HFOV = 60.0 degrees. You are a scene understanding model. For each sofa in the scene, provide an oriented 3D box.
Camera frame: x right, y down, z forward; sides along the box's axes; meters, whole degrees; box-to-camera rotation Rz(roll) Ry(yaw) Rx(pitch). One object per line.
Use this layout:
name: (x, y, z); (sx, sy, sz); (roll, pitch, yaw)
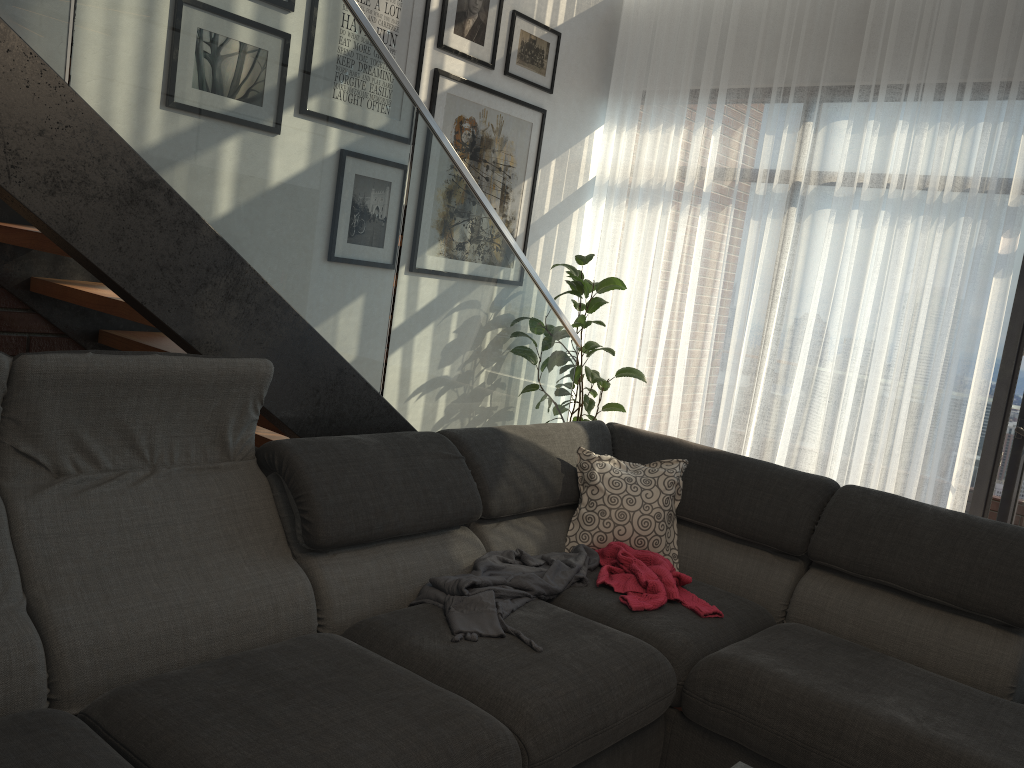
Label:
sofa: (0.115, 0.587, 1.927); (2.108, 0.995, 3.169); (14, 9, 39)

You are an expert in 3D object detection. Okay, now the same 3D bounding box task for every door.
door: (2.837, 0.222, 3.908); (0.206, 1.976, 1.118); (2, 9, -40)

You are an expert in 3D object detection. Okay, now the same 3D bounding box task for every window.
window: (2.355, -0.135, 4.170); (4.808, 2.501, 0.119); (14, 9, 39)

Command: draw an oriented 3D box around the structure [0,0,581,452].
structure: (-1.923, -0.714, 1.808); (1.289, 3.460, 5.660); (14, 9, 39)

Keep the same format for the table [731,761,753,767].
table: (0.500, 1.024, 1.412); (0.700, 0.323, 0.700); (14, 9, 39)

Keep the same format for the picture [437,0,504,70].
picture: (-0.194, -1.873, 4.411); (0.025, 0.504, 0.410); (14, 9, 39)

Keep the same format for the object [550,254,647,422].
object: (0.311, -0.019, 5.094); (0.774, 1.463, 0.528); (4, 8, -30)

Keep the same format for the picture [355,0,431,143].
picture: (-0.625, -1.635, 3.961); (0.025, 0.990, 0.654); (14, 9, 39)

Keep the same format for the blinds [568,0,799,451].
blinds: (1.077, -1.992, 4.907); (1.223, 5.581, 0.218); (13, 9, 37)

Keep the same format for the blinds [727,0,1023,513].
blinds: (1.911, -1.789, 4.245); (1.374, 5.581, 0.218); (14, 9, 37)

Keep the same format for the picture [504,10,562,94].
picture: (0.114, -1.790, 4.804); (0.025, 0.333, 0.410); (14, 9, 39)

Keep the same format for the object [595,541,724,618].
object: (0.391, 0.580, 2.742); (0.323, 0.077, 0.536); (6, 7, -16)

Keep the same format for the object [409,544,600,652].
object: (-0.017, 0.572, 2.547); (0.411, 0.118, 0.905); (10, 7, 15)

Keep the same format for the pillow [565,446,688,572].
pillow: (-0.399, 0.417, 2.218); (0.386, 0.364, 2.734); (15, 10, 43)

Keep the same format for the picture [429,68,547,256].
picture: (-0.162, -1.046, 4.690); (0.025, 0.990, 0.871); (14, 9, 39)
